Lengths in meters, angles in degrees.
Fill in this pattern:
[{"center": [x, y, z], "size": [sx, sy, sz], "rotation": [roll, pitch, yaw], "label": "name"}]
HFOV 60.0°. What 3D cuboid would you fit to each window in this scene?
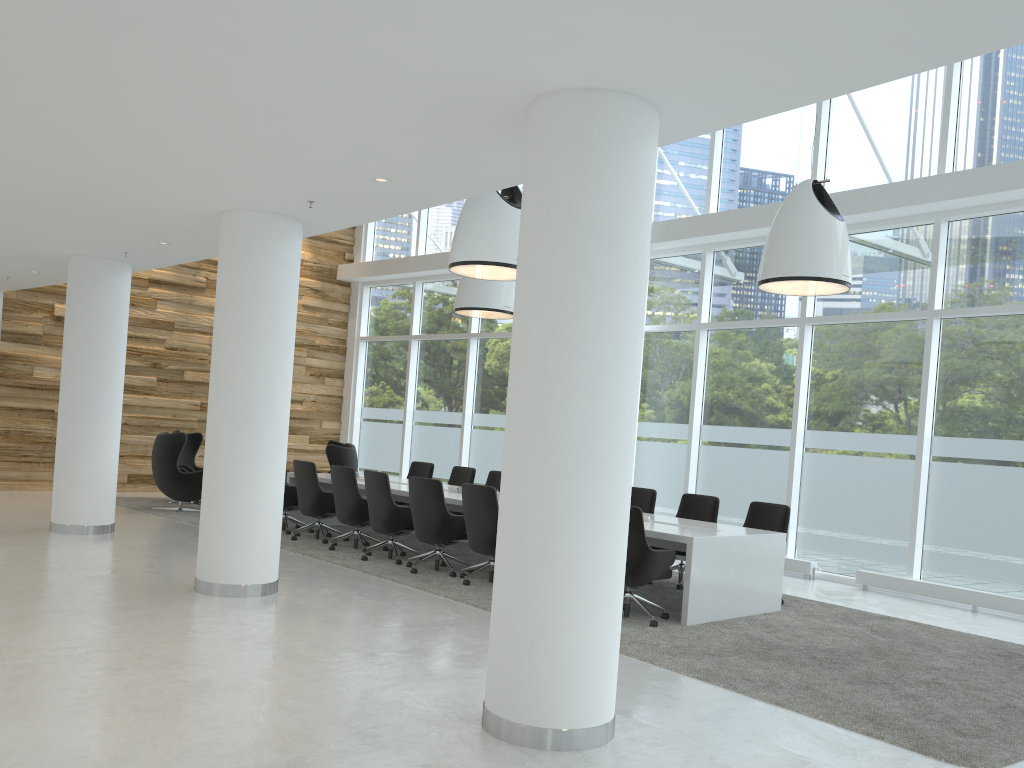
[{"center": [-15.445, -2.678, 1.569], "size": [62.910, 6.142, 30.844], "rotation": [4, -3, -4], "label": "window"}]

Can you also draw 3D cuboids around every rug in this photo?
[{"center": [-0.634, 2.012, 10.267], "size": [3.951, 0.010, 13.416], "rotation": [7, -5, -43], "label": "rug"}]

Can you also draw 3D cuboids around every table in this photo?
[{"center": [-0.262, 1.660, 10.124], "size": [1.505, 0.739, 6.541], "rotation": [7, -4, -43], "label": "table"}]

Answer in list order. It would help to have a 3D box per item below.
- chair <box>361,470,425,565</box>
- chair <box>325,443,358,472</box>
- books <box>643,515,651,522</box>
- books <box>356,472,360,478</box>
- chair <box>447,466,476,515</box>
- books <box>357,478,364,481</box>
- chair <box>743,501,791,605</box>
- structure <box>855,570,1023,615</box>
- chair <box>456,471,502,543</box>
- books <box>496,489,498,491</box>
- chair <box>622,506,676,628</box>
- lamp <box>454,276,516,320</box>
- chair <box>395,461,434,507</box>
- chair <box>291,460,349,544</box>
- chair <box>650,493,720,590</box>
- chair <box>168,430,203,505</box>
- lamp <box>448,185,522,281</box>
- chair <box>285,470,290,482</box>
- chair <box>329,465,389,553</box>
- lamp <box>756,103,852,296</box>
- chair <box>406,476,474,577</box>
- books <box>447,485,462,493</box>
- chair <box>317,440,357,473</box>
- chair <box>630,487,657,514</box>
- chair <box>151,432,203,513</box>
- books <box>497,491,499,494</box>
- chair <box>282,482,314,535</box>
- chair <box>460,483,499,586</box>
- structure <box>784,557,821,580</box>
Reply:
[{"center": [-1.299, 1.436, 9.627], "size": [0.676, 0.966, 0.684], "rotation": [5, -1, -39], "label": "chair"}, {"center": [-2.798, 1.450, 13.397], "size": [0.916, 1.153, 0.915], "rotation": [4, -1, 6], "label": "chair"}, {"center": [1.256, 1.361, 8.470], "size": [0.144, 0.226, 0.203], "rotation": [5, -1, -45], "label": "books"}, {"center": [-2.101, 1.303, 11.990], "size": [0.153, 0.241, 0.182], "rotation": [5, -1, -43], "label": "books"}, {"center": [-0.875, 1.618, 12.239], "size": [0.676, 0.966, 0.684], "rotation": [5, -1, -44], "label": "chair"}, {"center": [-1.838, 1.232, 11.394], "size": [0.225, 0.026, 0.263], "rotation": [6, -4, -34], "label": "books"}, {"center": [2.387, 1.664, 8.826], "size": [0.676, 0.966, 0.684], "rotation": [5, -1, -39], "label": "chair"}, {"center": [4.843, 2.253, 9.175], "size": [0.150, 0.214, 2.683], "rotation": [5, -3, -39], "label": "structure"}, {"center": [-0.346, 1.622, 11.620], "size": [0.676, 0.966, 0.684], "rotation": [5, -1, -44], "label": "chair"}, {"center": [-0.337, 1.313, 10.286], "size": [0.139, 0.230, 0.356], "rotation": [5, -2, -44], "label": "books"}, {"center": [0.980, 1.475, 7.372], "size": [0.684, 0.966, 0.676], "rotation": [4, -1, 41], "label": "chair"}, {"center": [-0.230, -2.770, 12.188], "size": [0.884, 3.648, 0.883], "rotation": [4, 0, 0], "label": "lamp"}, {"center": [-1.502, 1.607, 12.848], "size": [0.684, 0.966, 0.676], "rotation": [4, -1, 41], "label": "chair"}, {"center": [-2.351, 1.426, 10.805], "size": [0.676, 0.966, 0.684], "rotation": [5, -1, -44], "label": "chair"}, {"center": [1.829, 1.656, 9.415], "size": [0.676, 0.966, 0.684], "rotation": [5, -1, -44], "label": "chair"}, {"center": [-5.032, 1.322, 14.059], "size": [0.916, 1.153, 0.915], "rotation": [4, -1, 6], "label": "chair"}, {"center": [-0.078, -2.944, 8.987], "size": [0.884, 3.648, 0.884], "rotation": [4, 0, 2], "label": "lamp"}, {"center": [-4.193, 1.431, 14.868], "size": [0.915, 1.153, 0.916], "rotation": [5, -1, -24], "label": "chair"}, {"center": [-1.779, 1.434, 10.220], "size": [0.676, 0.966, 0.684], "rotation": [5, -1, -44], "label": "chair"}, {"center": [2.956, -2.742, 8.568], "size": [0.884, 3.648, 0.884], "rotation": [4, 0, 2], "label": "lamp"}, {"center": [-0.744, 1.445, 9.074], "size": [0.684, 0.966, 0.676], "rotation": [4, -1, 41], "label": "chair"}, {"center": [-0.653, 1.322, 10.477], "size": [0.154, 0.238, 0.190], "rotation": [5, -1, -44], "label": "books"}, {"center": [-3.034, 1.503, 14.613], "size": [0.912, 1.153, 0.920], "rotation": [4, -1, 36], "label": "chair"}, {"center": [1.257, 1.648, 10.000], "size": [0.676, 0.966, 0.684], "rotation": [5, -1, -44], "label": "chair"}, {"center": [-4.762, 1.276, 12.919], "size": [0.912, 1.153, 0.920], "rotation": [4, -1, 36], "label": "chair"}, {"center": [-0.340, 1.332, 10.311], "size": [0.159, 0.241, 0.351], "rotation": [5, -2, -44], "label": "books"}, {"center": [-2.910, 1.418, 11.394], "size": [0.676, 0.966, 0.684], "rotation": [5, -1, -39], "label": "chair"}, {"center": [-0.176, 1.460, 8.600], "size": [0.676, 0.966, 0.684], "rotation": [5, -1, -44], "label": "chair"}, {"center": [2.789, 2.240, 11.592], "size": [0.150, 0.214, 2.683], "rotation": [5, -3, -42], "label": "structure"}]
